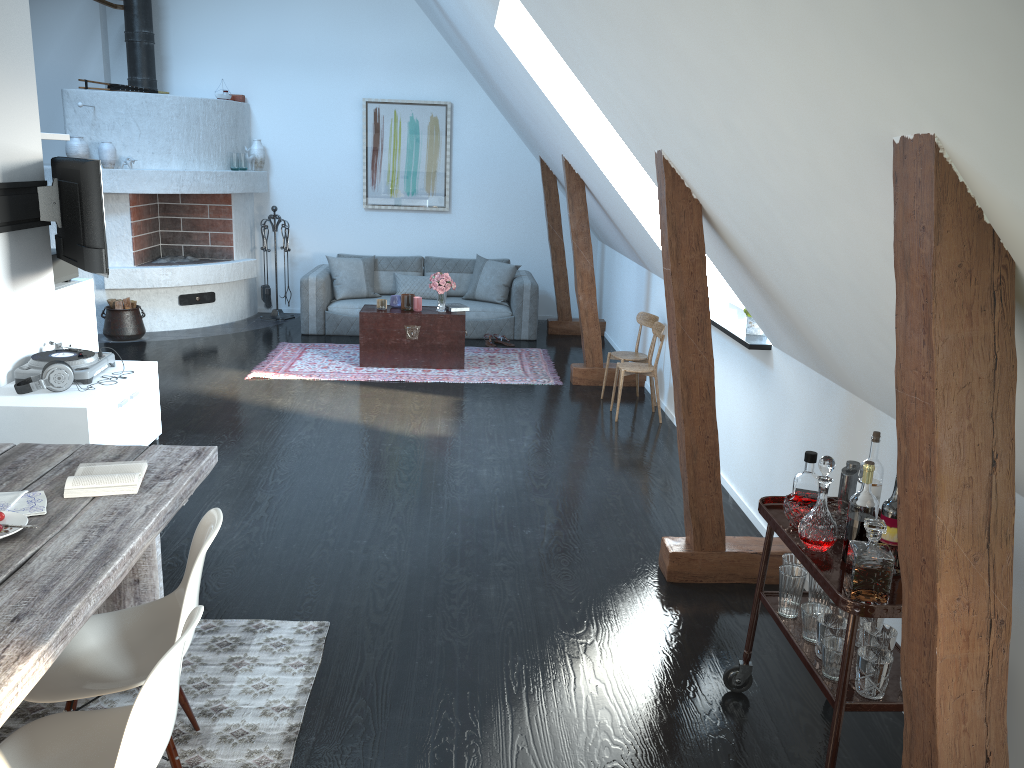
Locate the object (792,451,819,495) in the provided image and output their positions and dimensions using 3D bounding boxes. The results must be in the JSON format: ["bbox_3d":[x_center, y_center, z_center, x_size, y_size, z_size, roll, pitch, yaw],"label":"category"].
[{"bbox_3d":[0.970,0.322,2.910,0.087,0.206,0.087,8,15,21],"label":"object"}]

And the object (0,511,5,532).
[{"bbox_3d":[-1.417,0.379,2.351,0.132,0.034,0.144,-6,16,-31],"label":"object"}]

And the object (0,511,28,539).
[{"bbox_3d":[-1.405,0.389,2.364,0.205,0.024,0.205,-1,14,-11],"label":"object"}]

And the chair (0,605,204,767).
[{"bbox_3d":[-0.969,0.901,2.011,0.542,0.801,0.465,2,14,-2],"label":"chair"}]

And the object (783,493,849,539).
[{"bbox_3d":[0.970,0.416,2.771,0.245,0.092,0.151,9,16,25],"label":"object"}]

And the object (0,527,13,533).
[{"bbox_3d":[-1.388,0.385,2.366,0.110,0.011,0.058,2,14,0],"label":"object"}]

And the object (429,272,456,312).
[{"bbox_3d":[-0.626,-0.824,7.855,0.234,0.351,0.235,-11,19,-42],"label":"object"}]

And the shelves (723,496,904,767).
[{"bbox_3d":[1.023,0.833,2.721,0.438,0.732,0.803,0,14,-7],"label":"shelves"}]

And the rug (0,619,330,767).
[{"bbox_3d":[-1.592,1.245,2.161,1.898,0.022,2.677,1,14,-3],"label":"rug"}]

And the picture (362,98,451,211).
[{"bbox_3d":[-1.178,-2.551,9.899,0.965,1.185,0.025,1,14,-3],"label":"picture"}]

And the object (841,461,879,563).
[{"bbox_3d":[1.004,0.367,2.537,0.081,0.307,0.081,3,14,2],"label":"object"}]

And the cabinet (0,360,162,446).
[{"bbox_3d":[-2.489,0.228,5.073,0.623,0.507,1.069,1,14,-3],"label":"cabinet"}]

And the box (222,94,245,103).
[{"bbox_3d":[-3.018,-3.089,9.593,0.229,0.078,0.127,1,14,-3],"label":"box"}]

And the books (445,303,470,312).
[{"bbox_3d":[-0.509,-0.689,7.984,0.179,0.034,0.243,-4,16,-25],"label":"books"}]

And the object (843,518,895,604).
[{"bbox_3d":[0.944,0.462,2.336,0.101,0.211,0.101,5,14,11],"label":"object"}]

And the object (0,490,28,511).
[{"bbox_3d":[-1.518,0.341,2.549,0.182,0.016,0.179,0,14,-8],"label":"object"}]

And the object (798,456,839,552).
[{"bbox_3d":[0.914,0.351,2.615,0.114,0.292,0.114,-6,16,-30],"label":"object"}]

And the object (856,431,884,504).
[{"bbox_3d":[1.121,0.303,2.777,0.073,0.320,0.073,-1,14,-12],"label":"object"}]

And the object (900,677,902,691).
[{"bbox_3d":[1.125,0.803,2.461,0.095,0.119,0.095,-10,19,-40],"label":"object"}]

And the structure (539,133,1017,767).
[{"bbox_3d":[1.064,0.004,3.558,1.023,1.963,12.350,1,14,-3],"label":"structure"}]

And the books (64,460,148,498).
[{"bbox_3d":[-1.261,0.285,2.765,0.202,0.042,0.251,-2,15,-15],"label":"books"}]

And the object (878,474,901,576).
[{"bbox_3d":[1.071,0.371,2.479,0.080,0.329,0.080,-1,14,-12],"label":"object"}]

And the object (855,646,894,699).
[{"bbox_3d":[0.996,0.800,2.451,0.095,0.119,0.095,-10,19,-40],"label":"object"}]

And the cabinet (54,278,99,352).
[{"bbox_3d":[-3.292,-0.210,5.847,0.869,0.921,0.638,1,14,-3],"label":"cabinet"}]

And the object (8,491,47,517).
[{"bbox_3d":[-1.434,0.348,2.539,0.182,0.014,0.185,-6,16,-28],"label":"object"}]

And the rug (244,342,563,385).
[{"bbox_3d":[-0.919,-0.198,8.015,2.647,0.029,1.512,1,14,-3],"label":"rug"}]

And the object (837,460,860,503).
[{"bbox_3d":[1.104,0.342,2.910,0.052,0.182,0.135,11,17,32],"label":"object"}]

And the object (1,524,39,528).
[{"bbox_3d":[-1.350,0.378,2.371,0.194,0.022,0.019,5,14,12],"label":"object"}]

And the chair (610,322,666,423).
[{"bbox_3d":[0.925,-0.095,6.474,0.342,0.696,0.329,2,14,-2],"label":"chair"}]

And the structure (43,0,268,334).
[{"bbox_3d":[-4.234,-3.102,9.517,3.058,4.752,3.049,3,14,5],"label":"structure"}]

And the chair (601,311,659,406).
[{"bbox_3d":[0.923,-0.194,6.865,0.342,0.696,0.329,-3,15,-20],"label":"chair"}]

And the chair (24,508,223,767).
[{"bbox_3d":[-1.086,0.772,2.509,0.542,0.801,0.465,-2,15,-17],"label":"chair"}]

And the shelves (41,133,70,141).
[{"bbox_3d":[-3.618,-1.537,5.399,1.604,0.038,0.478,1,14,-3],"label":"shelves"}]

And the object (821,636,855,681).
[{"bbox_3d":[0.925,0.787,2.535,0.092,0.099,0.092,-5,16,-25],"label":"object"}]
